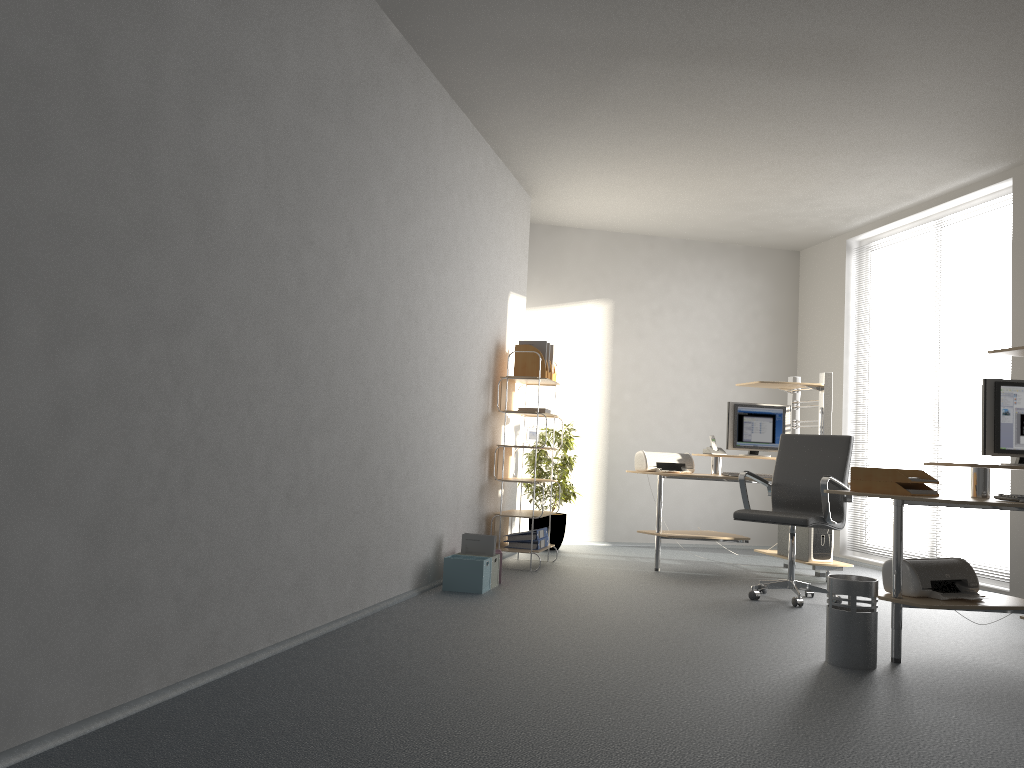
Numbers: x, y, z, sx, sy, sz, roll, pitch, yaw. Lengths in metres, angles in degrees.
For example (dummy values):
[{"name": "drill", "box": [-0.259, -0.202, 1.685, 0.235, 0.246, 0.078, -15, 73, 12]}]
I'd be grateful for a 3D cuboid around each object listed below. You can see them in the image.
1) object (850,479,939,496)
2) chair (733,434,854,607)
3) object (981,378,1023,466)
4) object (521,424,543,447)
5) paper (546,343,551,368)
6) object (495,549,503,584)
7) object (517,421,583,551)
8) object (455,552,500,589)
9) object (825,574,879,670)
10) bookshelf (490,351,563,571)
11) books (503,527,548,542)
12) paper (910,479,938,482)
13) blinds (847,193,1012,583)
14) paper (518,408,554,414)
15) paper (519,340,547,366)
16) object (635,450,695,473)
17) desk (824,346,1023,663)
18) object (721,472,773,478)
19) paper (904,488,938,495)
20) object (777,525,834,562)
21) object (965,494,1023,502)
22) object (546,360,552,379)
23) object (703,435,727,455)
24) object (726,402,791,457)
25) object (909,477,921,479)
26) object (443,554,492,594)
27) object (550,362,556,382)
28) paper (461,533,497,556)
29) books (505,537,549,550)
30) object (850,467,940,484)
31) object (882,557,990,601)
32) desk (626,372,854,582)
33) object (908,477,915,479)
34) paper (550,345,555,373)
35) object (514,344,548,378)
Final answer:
[{"name": "object", "box": [1.777, 0.481, 4.124, 0.225, 0.060, 0.309, 6, -5, -33]}, {"name": "chair", "box": [1.774, 0.829, 5.584, 0.584, 1.048, 0.652, -1, -6, 43]}, {"name": "object", "box": [2.554, 0.198, 4.363, 0.516, 0.418, 0.245, 2, -4, 10]}, {"name": "object", "box": [0.157, 0.389, 6.664, 0.077, 0.161, 0.192, 0, -5, 33]}, {"name": "paper", "box": [0.181, -0.168, 6.796, 0.213, 0.297, 0.045, 2, -4, 15]}, {"name": "object", "box": [-0.192, 1.175, 5.718, 0.245, 0.202, 0.185, 3, -4, -4]}, {"name": "object", "box": [0.354, 0.880, 7.772, 0.544, 1.147, 0.644, 2, -4, 16]}, {"name": "object", "box": [-0.221, 1.157, 5.494, 0.245, 0.202, 0.185, 2, -4, 14]}, {"name": "object", "box": [1.471, 1.029, 3.839, 0.208, 0.377, 0.208, 0, -5, 31]}, {"name": "bookshelf", "box": [0.129, 0.569, 6.664, 0.381, 1.572, 0.724, 2, -4, 15]}, {"name": "books", "box": [0.102, 1.121, 6.610, 0.263, 0.100, 0.320, 2, -4, 16]}, {"name": "paper", "box": [1.779, 0.442, 4.126, 0.210, 0.010, 0.297, 6, -5, -33]}, {"name": "blinds", "box": [3.305, 0.062, 7.118, 0.037, 2.749, 1.950, 4, -4, -12]}, {"name": "paper", "box": [0.184, 0.212, 6.780, 0.213, 0.046, 0.297, 2, -4, 15]}, {"name": "paper", "box": [0.151, -0.178, 6.676, 0.213, 0.297, 0.045, 2, -4, 13]}, {"name": "object", "box": [1.219, 0.605, 6.856, 0.438, 0.162, 0.351, 4, -5, -20]}, {"name": "desk", "box": [2.323, 0.479, 3.994, 1.469, 1.566, 0.967, 4, -4, -12]}, {"name": "object", "box": [1.780, 0.723, 6.830, 0.478, 0.082, 0.814, 3, -4, -5]}, {"name": "paper", "box": [1.777, 0.493, 4.122, 0.210, 0.019, 0.297, 6, -5, -33]}, {"name": "object", "box": [2.226, 1.110, 6.722, 0.199, 0.422, 0.471, 4, -4, -12]}, {"name": "object", "box": [2.346, 0.550, 4.115, 0.478, 0.082, 0.814, 3, -4, -5]}, {"name": "object", "box": [0.176, -0.150, 6.775, 0.243, 0.259, 0.113, 2, -4, 15]}, {"name": "object", "box": [1.588, 0.476, 6.951, 0.150, 0.151, 0.119, 5, -5, -26]}, {"name": "object", "box": [1.950, 0.368, 7.063, 0.516, 0.418, 0.245, 3, -4, 2]}, {"name": "object", "box": [1.835, 0.430, 4.041, 0.008, 0.009, 0.159, -1, -6, 41]}, {"name": "object", "box": [-0.266, 1.142, 5.315, 0.245, 0.202, 0.185, 2, -4, 14]}, {"name": "object", "box": [0.214, -0.139, 6.893, 0.243, 0.259, 0.113, 1, -4, 18]}, {"name": "paper", "box": [-0.213, 1.089, 5.513, 0.220, 0.306, 0.068, 2, -4, 14]}, {"name": "books", "box": [0.109, 1.176, 6.603, 0.262, 0.072, 0.320, 2, -4, 16]}, {"name": "object", "box": [1.780, 0.425, 4.128, 0.225, 0.060, 0.309, 6, -5, -33]}, {"name": "object", "box": [1.973, 0.885, 4.038, 0.438, 0.162, 0.351, 5, -5, -28]}, {"name": "desk", "box": [1.717, 0.650, 6.717, 1.469, 1.566, 0.967, 4, -4, -12]}, {"name": "object", "box": [1.835, 0.432, 4.071, 0.008, 0.009, 0.159, 0, -5, 33]}, {"name": "paper", "box": [0.219, -0.157, 6.914, 0.213, 0.297, 0.045, 1, -4, 18]}, {"name": "object", "box": [0.147, -0.160, 6.655, 0.243, 0.259, 0.113, 2, -4, 13]}]
